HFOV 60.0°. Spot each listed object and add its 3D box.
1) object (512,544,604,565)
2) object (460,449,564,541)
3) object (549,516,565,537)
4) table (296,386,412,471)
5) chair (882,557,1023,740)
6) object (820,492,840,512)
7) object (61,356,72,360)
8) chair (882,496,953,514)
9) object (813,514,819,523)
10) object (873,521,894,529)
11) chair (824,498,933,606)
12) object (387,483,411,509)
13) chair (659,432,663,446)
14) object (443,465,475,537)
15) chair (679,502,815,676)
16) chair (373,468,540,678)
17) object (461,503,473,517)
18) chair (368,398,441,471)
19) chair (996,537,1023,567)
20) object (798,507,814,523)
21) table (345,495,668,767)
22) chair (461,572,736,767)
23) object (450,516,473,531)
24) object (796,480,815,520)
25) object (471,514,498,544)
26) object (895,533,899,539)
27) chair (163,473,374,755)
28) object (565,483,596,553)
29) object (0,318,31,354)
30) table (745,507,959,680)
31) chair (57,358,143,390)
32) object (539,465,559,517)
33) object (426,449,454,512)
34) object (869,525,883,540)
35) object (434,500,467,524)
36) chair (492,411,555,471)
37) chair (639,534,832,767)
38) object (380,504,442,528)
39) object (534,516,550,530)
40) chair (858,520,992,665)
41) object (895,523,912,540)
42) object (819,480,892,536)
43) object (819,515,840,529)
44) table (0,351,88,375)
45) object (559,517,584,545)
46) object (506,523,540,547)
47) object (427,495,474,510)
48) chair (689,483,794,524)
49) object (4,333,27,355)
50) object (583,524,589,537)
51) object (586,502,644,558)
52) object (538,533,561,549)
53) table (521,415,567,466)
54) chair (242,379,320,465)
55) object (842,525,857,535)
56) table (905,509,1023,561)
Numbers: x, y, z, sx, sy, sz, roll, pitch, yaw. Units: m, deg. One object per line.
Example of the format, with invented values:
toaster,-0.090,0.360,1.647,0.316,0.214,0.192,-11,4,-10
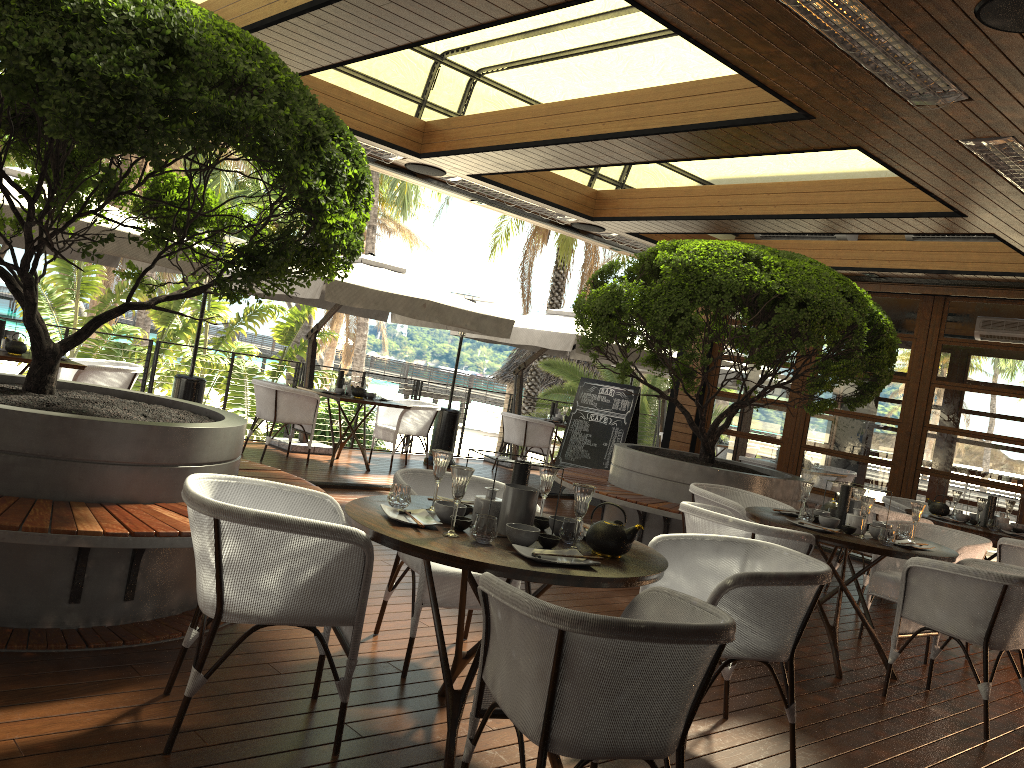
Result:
object,0.162,0.554,2.832,0.294,0.025,0.170,10,1,-25
object,-0.009,0.398,3.199,0.263,0.264,0.264,10,0,-25
object,0.189,0.532,3.277,0.116,0.065,0.116,10,1,-22
table,-1.790,0.504,9.708,0.930,0.749,0.933,10,1,-43
chair,2.332,1.283,4.478,0.626,0.788,0.618,10,0,-37
object,2.004,0.758,5.505,0.163,0.179,0.168,10,0,-32
object,-3.922,-0.231,7.658,0.170,0.025,0.295,9,1,-43
chair,3.594,1.454,7.898,0.627,0.788,0.617,10,0,-12
object,1.786,0.794,5.222,0.080,0.042,0.080,10,1,25
object,2.186,0.852,5.234,0.116,0.065,0.116,10,1,-18
chair,2.862,1.339,6.983,0.616,0.788,0.628,10,0,-12
object,-0.414,0.415,3.267,0.086,0.086,0.086,10,0,25
chair,2.561,1.188,13.757,0.616,0.788,0.628,10,0,-42
object,-0.182,0.387,2.928,0.082,0.227,0.082,10,0,-31
chair,1.175,1.077,4.743,0.616,0.788,0.628,10,0,-37
chair,-0.280,0.833,4.005,0.627,0.788,0.617,10,0,-22
object,-0.189,0.476,3.336,0.080,0.042,0.080,10,1,-27
chair,-1.216,0.579,10.200,0.616,0.788,0.628,10,0,-42
chair,3.800,1.514,6.247,0.627,0.788,0.617,10,0,-12
object,1.691,0.757,5.091,0.086,0.086,0.086,10,0,11
table,-0.083,0.898,3.198,1.167,0.749,1.164,10,1,27
chair,0.205,0.941,2.415,0.627,0.788,0.617,10,0,-22
object,-0.178,0.482,3.053,0.080,0.042,0.080,10,1,8
object,1.711,0.685,5.197,0.082,0.227,0.082,10,0,-33
object,-0.089,0.477,2.909,0.086,0.086,0.086,10,0,20
object,2.141,0.860,5.006,0.080,0.042,0.080,10,1,25
chair,-0.845,0.749,2.974,0.616,0.788,0.628,10,0,-22
object,0.229,0.457,3.021,0.082,0.227,0.082,10,0,-24
object,-4.288,-0.415,7.553,0.263,0.264,0.263,10,0,2
table,1.882,1.214,5.139,1.167,0.749,1.165,10,1,16
chair,-3.694,0.179,7.890,0.616,0.788,0.628,10,0,-42
object,0.125,0.433,3.448,0.082,0.227,0.082,10,0,-31
object,-0.278,0.364,3.330,0.082,0.227,0.082,10,0,-24
object,2.042,0.832,4.931,0.116,0.065,0.116,10,1,-30
object,-0.224,0.461,3.170,0.116,0.065,0.116,10,1,-22
chair,0.128,0.795,11.488,0.616,0.788,0.628,10,0,-42
chair,0.858,1.039,3.539,0.616,0.788,0.628,10,0,-22
object,-0.344,0.462,3.047,0.170,0.025,0.295,10,1,-20
object,0.112,0.529,3.352,0.080,0.042,0.080,10,1,8
chair,2.677,1.325,5.736,0.616,0.788,0.628,10,0,-37
object,2.262,0.856,5.123,0.086,0.086,0.086,10,0,11
object,1.985,0.719,5.120,0.263,0.264,0.264,10,0,-39
object,1.792,0.787,5.016,0.116,0.065,0.116,10,1,-18
table,-4.246,0.108,7.418,0.930,0.749,0.933,10,1,-43
object,0.213,0.527,3.165,0.086,0.086,0.086,10,0,25
object,0.032,0.509,2.957,0.116,0.065,0.116,10,1,1
object,-0.199,0.480,3.544,0.294,0.025,0.170,10,1,-25
chair,1.458,1.110,5.887,0.626,0.788,0.618,10,0,-37
object,-4.096,-0.336,7.329,0.167,0.179,0.163,10,0,-41
object,0.312,0.572,3.399,0.170,0.025,0.295,10,1,-20
object,0.344,0.504,3.080,0.163,0.179,0.168,10,0,-22
object,0.122,0.536,2.999,0.080,0.042,0.080,10,1,-4
table,0.666,0.900,11.998,0.930,0.749,0.933,10,1,-43
chair,-2.402,0.387,9.128,0.616,0.788,0.628,10,0,-42
object,1.872,0.814,4.929,0.080,0.042,0.080,10,1,12
table,3.710,1.505,7.098,1.167,0.749,1.165,10,1,16
